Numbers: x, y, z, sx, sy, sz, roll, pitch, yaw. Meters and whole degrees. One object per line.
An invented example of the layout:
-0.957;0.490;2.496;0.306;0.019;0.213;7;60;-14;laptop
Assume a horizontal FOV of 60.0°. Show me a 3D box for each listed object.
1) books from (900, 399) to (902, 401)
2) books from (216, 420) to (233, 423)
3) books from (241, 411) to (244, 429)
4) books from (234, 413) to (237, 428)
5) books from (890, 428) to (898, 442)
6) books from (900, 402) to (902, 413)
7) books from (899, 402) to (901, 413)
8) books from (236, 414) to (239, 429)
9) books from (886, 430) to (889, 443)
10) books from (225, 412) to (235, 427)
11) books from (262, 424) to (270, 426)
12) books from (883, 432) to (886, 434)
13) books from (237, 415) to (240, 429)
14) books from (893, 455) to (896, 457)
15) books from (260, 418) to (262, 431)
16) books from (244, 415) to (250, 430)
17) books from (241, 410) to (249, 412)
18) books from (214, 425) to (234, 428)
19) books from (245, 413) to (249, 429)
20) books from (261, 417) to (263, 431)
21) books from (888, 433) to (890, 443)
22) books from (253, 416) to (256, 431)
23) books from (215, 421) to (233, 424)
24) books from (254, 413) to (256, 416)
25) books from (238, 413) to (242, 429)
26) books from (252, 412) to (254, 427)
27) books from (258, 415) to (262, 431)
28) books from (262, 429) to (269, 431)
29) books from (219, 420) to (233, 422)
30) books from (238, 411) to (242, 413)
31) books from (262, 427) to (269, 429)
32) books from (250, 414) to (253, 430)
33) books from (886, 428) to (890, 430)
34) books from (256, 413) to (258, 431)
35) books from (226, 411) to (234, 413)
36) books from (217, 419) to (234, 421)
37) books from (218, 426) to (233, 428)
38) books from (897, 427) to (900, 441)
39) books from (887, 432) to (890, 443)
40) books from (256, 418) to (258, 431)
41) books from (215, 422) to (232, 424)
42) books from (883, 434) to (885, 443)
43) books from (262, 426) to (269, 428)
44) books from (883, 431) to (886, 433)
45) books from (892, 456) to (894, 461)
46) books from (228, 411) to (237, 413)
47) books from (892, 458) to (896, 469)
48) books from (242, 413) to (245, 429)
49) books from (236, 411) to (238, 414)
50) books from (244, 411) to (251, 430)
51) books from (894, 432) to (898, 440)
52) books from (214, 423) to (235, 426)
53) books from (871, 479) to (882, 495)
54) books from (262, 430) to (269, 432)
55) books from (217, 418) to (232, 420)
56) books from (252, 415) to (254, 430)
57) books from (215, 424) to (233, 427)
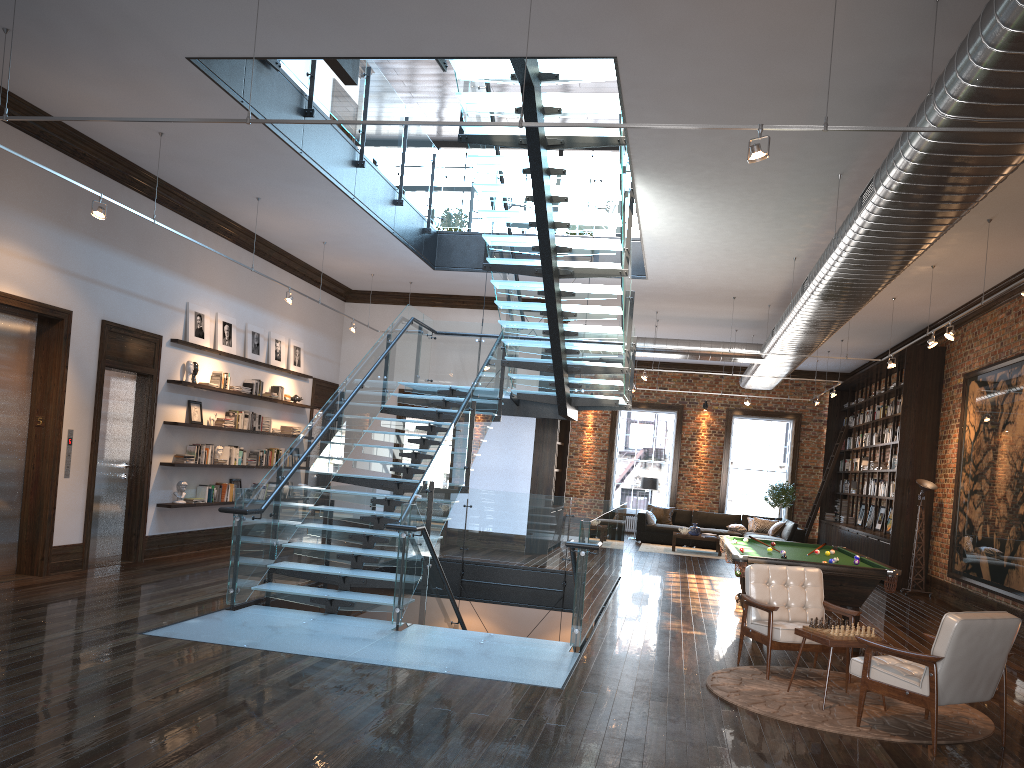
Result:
7.213;0.436;16.317;0.150;0.294;0.032;5;0;11;books
-3.916;0.511;12.066;0.142;0.011;0.257;4;-5;8;books
-3.842;0.502;12.402;0.167;0.251;0.022;4;0;11;books
-3.870;0.504;12.240;0.153;0.212;0.005;4;0;11;books
7.231;0.986;16.723;0.183;0.285;0.034;4;0;11;books
7.182;0.453;16.188;0.168;0.231;0.028;4;0;11;books
7.179;0.450;16.218;0.184;0.241;0.030;4;0;11;books
-3.859;0.508;12.257;0.157;0.208;0.005;4;0;11;books
7.308;1.034;17.091;0.165;0.268;0.011;4;0;11;books
-3.891;0.500;12.222;0.142;0.213;0.005;4;0;11;books
-3.720;0.602;13.138;0.140;0.011;0.287;4;-5;12;books
7.330;1.068;17.301;0.186;0.243;0.079;4;-1;11;books
-3.852;0.520;12.291;0.159;0.191;0.006;4;0;11;books
7.155;1.473;16.531;0.183;0.273;0.015;4;0;11;books
-3.740;0.579;12.969;0.161;0.216;0.015;4;0;11;books
-3.806;0.535;12.507;0.184;0.209;0.064;4;-1;11;books
-3.815;0.514;12.651;0.118;0.276;0.014;5;0;11;books
-3.917;0.575;12.064;0.141;0.011;0.289;3;-5;15;books
-3.815;0.527;12.576;0.150;0.235;0.026;4;0;11;books
-3.727;0.580;12.981;0.156;0.218;0.013;4;0;11;books
7.255;1.040;16.879;0.180;0.209;0.024;4;0;11;books
-3.770;0.565;12.799;0.135;0.209;0.066;4;-1;11;books
-3.915;0.521;12.065;0.142;0.011;0.257;4;-5;7;books
-3.771;0.547;12.845;0.115;0.252;0.022;5;0;11;books
-3.841;0.513;12.337;0.166;0.215;0.013;4;0;11;books
-3.789;0.527;12.713;0.158;0.265;0.011;5;0;11;books
-3.741;0.564;12.926;0.169;0.237;0.021;4;0;11;books
-3.722;0.677;13.138;0.142;0.011;0.257;4;-5;13;books
-3.913;0.500;12.065;0.142;0.011;0.257;4;-5;7;books
-3.848;0.501;12.387;0.146;0.248;0.006;5;0;11;books
-3.724;0.644;13.138;0.142;0.011;0.256;4;-5;10;books
-3.790;0.538;12.665;0.163;0.235;0.025;4;0;11;books
7.370;1.035;17.354;0.142;0.323;0.116;5;-1;11;books
-3.759;0.550;12.894;0.143;0.257;0.049;5;0;11;books
-3.895;0.494;12.232;0.114;0.225;0.012;5;0;11;books
-3.916;0.489;12.066;0.140;0.011;0.288;4;-5;13;books
-3.924;0.585;12.066;0.140;0.011;0.288;4;-5;13;books
7.043;0.906;15.896;0.245;0.265;0.038;4;0;11;books
7.292;1.040;17.021;0.160;0.241;0.031;4;0;11;books
-3.764;0.580;12.866;0.130;0.191;0.024;4;0;11;books
-3.918;0.532;12.065;0.142;0.011;0.257;4;-5;8;books
7.323;1.081;17.270;0.223;0.209;0.065;4;-1;11;books
-3.719;0.634;13.138;0.141;0.011;0.288;4;-5;8;books
7.345;1.056;17.347;0.179;0.274;0.098;4;-1;11;books
7.150;1.479;16.485;0.169;0.252;0.014;4;0;11;books
-3.880;0.496;12.289;0.132;0.235;0.009;5;0;11;books
7.126;1.484;16.390;0.184;0.221;0.033;4;0;11;books
-3.832;0.521;12.468;0.136;0.227;0.022;5;0;11;books
-3.868;0.494;12.300;0.138;0.243;0.005;5;0;11;books
-3.803;0.520;12.628;0.158;0.262;0.026;4;0;11;books
7.220;1.013;16.615;0.182;0.218;0.051;4;-1;11;books
-3.915;0.554;12.065;0.141;0.011;0.289;3;-5;15;books
7.405;2.097;17.995;0.182;0.335;0.016;5;0;11;books
-3.721;0.687;13.137;0.142;0.011;0.257;4;-5;7;books
-3.909;0.479;12.065;0.141;0.011;0.289;4;-5;6;books
-3.783;0.553;12.749;0.152;0.221;0.014;4;0;11;books
-3.917;0.564;12.065;0.142;0.011;0.258;4;-5;6;books
